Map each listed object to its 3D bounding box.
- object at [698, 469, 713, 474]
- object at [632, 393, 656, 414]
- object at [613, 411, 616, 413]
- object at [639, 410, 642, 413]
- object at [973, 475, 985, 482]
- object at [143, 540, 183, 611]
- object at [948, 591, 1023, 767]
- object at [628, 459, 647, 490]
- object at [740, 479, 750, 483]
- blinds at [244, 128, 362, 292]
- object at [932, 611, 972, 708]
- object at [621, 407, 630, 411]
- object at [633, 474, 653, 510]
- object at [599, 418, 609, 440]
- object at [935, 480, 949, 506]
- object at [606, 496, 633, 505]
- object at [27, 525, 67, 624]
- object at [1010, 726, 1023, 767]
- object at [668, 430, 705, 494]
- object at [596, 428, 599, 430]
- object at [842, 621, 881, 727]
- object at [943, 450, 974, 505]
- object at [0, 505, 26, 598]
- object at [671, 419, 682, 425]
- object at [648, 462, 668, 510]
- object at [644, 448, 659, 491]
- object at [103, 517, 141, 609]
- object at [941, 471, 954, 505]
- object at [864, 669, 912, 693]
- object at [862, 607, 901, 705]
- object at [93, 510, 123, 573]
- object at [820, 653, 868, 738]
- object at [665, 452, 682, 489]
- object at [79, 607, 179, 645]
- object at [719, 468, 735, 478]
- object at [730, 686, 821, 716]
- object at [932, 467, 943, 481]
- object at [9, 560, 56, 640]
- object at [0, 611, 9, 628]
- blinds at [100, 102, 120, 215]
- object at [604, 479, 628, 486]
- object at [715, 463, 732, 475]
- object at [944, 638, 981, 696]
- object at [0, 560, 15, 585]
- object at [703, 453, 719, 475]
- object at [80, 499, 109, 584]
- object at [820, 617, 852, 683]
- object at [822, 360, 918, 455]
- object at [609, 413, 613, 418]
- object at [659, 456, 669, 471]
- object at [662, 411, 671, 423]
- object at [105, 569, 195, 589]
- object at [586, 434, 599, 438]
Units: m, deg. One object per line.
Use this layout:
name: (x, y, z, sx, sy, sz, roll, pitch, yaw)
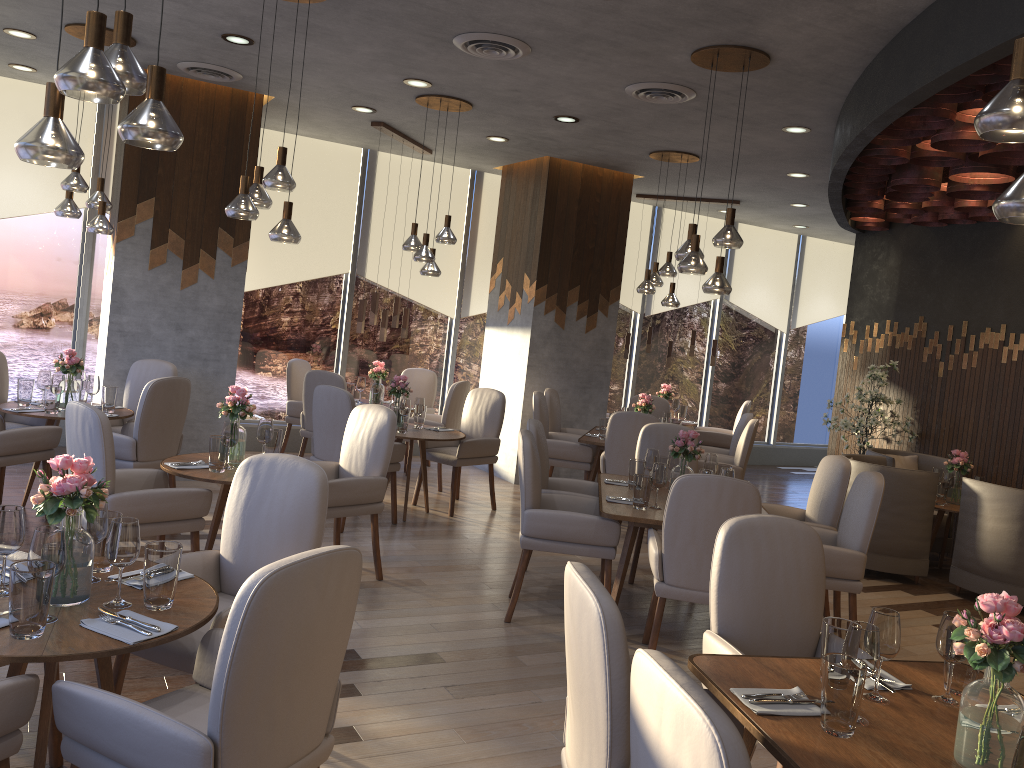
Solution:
object: (1.021, 0.578, 4.718, 0.092, 0.244, 0.092, 6, 2, -13)
object: (1.178, 0.290, 7.932, 0.210, 0.415, 0.197, 8, 3, 39)
object: (0.897, 0.363, 7.631, 0.092, 0.244, 0.092, 5, 3, -28)
object: (1.215, 0.353, 8.271, 0.092, 0.244, 0.092, 6, 2, -8)
object: (3.529, 0.819, 6.717, 0.092, 0.244, 0.092, 7, 2, 12)
object: (-0.998, 0.545, 2.520, 0.102, 0.178, 0.102, 7, 3, 22)
object: (1.120, 0.690, 2.070, 0.210, 0.415, 0.198, 6, 3, -16)
object: (0.740, 0.541, 5.280, 0.102, 0.178, 0.102, 7, 3, 21)
object: (1.257, 0.624, 4.911, 0.102, 0.178, 0.102, 7, 3, 22)
blinds: (-2.099, -2.167, 8.922, 1.172, 2.677, 0.007, 5, 2, -28)
object: (1.215, 0.757, 2.446, 0.092, 0.244, 0.092, 6, 2, -9)
object: (1.040, 0.340, 8.186, 0.092, 0.244, 0.092, 8, 3, 39)
object: (0.690, 0.575, 4.710, 0.102, 0.178, 0.102, 7, 3, 20)
object: (0.793, 0.387, 7.589, 0.102, 0.178, 0.102, 7, 3, 20)
object: (3.224, 0.822, 6.671, 0.102, 0.178, 0.102, 7, 3, 19)
object: (0.644, 0.639, 4.875, 0.255, 0.019, 0.157, 7, 4, 4)
object: (-1.226, 0.501, 2.331, 0.092, 0.244, 0.092, 4, 3, -45)
object: (0.998, 0.786, 1.692, 0.092, 0.244, 0.092, 4, 3, -38)
object: (0.988, 0.466, 5.089, 0.210, 0.415, 0.198, 7, 3, 19)
object: (0.918, 0.431, 8.313, 0.255, 0.019, 0.157, 7, 4, 14)
object: (0.881, 0.734, 2.252, 0.092, 0.244, 0.092, 7, 2, 7)
object: (3.443, 0.715, 6.847, 0.210, 0.415, 0.197, 8, 3, 39)
object: (-1.423, 0.468, 2.490, 0.092, 0.244, 0.092, 7, 3, 27)
object: (1.523, 0.421, 8.252, 0.102, 0.178, 0.102, 9, 3, 41)
object: (0.785, 0.549, 4.767, 0.092, 0.244, 0.092, 6, 2, -15)
object: (0.836, 0.515, 5.338, 0.092, 0.244, 0.092, 7, 3, 24)
object: (-1.101, 0.503, 2.499, 0.092, 0.244, 0.092, 7, 2, 6)
object: (3.307, 0.793, 6.745, 0.092, 0.244, 0.092, 8, 3, 35)
object: (1.043, 0.843, 2.567, 0.157, 0.019, 0.255, 5, 4, -15)
object: (1.000, 0.736, 2.406, 0.092, 0.244, 0.092, 6, 2, -12)
object: (-1.286, 0.496, 2.783, 0.102, 0.178, 0.102, 5, 3, -24)
object: (0.806, 0.764, 2.170, 0.102, 0.178, 0.102, 6, 3, -6)
object: (0.995, 0.525, 5.451, 0.092, 0.244, 0.092, 7, 3, 27)
object: (-1.033, 0.633, 2.359, 0.255, 0.019, 0.157, 8, 4, 26)
object: (1.167, 0.585, 4.854, 0.092, 0.244, 0.092, 5, 3, -37)
object: (0.716, 0.824, 2.317, 0.255, 0.019, 0.158, 5, 4, -12)
object: (3.331, 0.781, 6.957, 0.092, 0.244, 0.092, 8, 3, 38)
object: (-1.210, 0.543, 2.225, 0.102, 0.178, 0.102, 6, 3, 2)
object: (-1.382, 0.602, 2.252, 0.158, 0.019, 0.255, 8, 4, 26)
blinds: (-3.163, -2.528, 8.317, 1.172, 2.677, 0.007, 5, 2, -28)
object: (0.695, 0.605, 5.446, 0.255, 0.019, 0.157, 7, 4, 4)
object: (1.302, 0.589, 5.483, 0.102, 0.178, 0.102, 5, 3, -28)
object: (1.285, 0.792, 2.529, 0.102, 0.178, 0.102, 8, 3, 35)
object: (-1.506, 0.561, 2.644, 0.255, 0.019, 0.157, 9, 5, 30)
object: (1.212, 0.550, 5.426, 0.092, 0.244, 0.092, 4, 3, -42)
object: (-1.271, 0.472, 2.674, 0.092, 0.244, 0.092, 5, 3, -35)
object: (0.912, 0.755, 2.475, 0.102, 0.178, 0.102, 6, 3, -9)
object: (3.184, 0.563, 8.062, 0.745, 1.614, 0.790, 5, 3, -22)
object: (0.936, 0.364, 8.144, 0.102, 0.178, 0.102, 7, 3, 20)
object: (0.930, 0.544, 5.542, 0.102, 0.178, 0.102, 7, 3, 18)
object: (1.425, 0.380, 8.210, 0.092, 0.244, 0.092, 5, 3, -33)
object: (-1.134, 0.595, 2.749, 0.158, 0.019, 0.255, 9, 5, 30)
object: (0.775, 0.454, 7.758, 0.255, 0.019, 0.157, 7, 4, 14)
